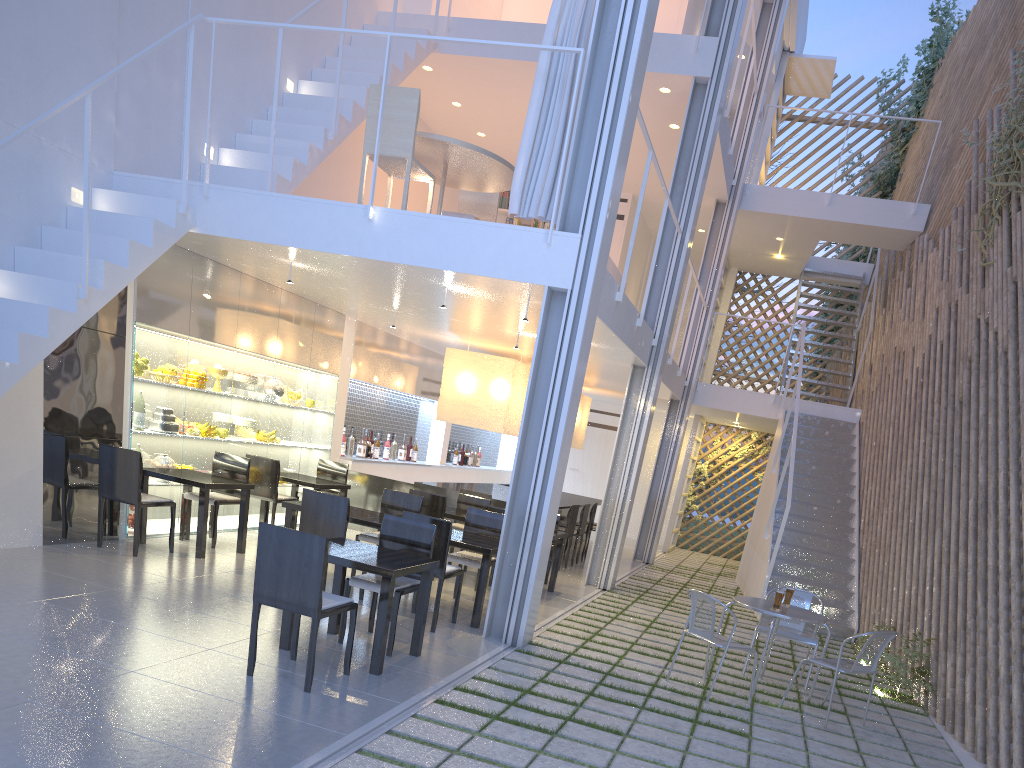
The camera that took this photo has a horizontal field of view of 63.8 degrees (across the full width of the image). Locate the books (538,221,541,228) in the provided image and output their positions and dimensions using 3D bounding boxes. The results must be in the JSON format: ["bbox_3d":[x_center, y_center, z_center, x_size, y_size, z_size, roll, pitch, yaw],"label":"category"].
[{"bbox_3d":[-0.651,-0.624,5.033,0.022,1.785,3.493,18,4,27],"label":"books"}]

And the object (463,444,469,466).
[{"bbox_3d":[-0.414,0.640,7.445,0.045,0.217,0.043,14,16,15],"label":"object"}]

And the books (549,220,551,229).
[{"bbox_3d":[-0.639,-0.626,5.015,0.029,1.794,3.556,19,4,29],"label":"books"}]

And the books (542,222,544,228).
[{"bbox_3d":[0.244,-1.167,6.312,0.008,0.143,0.091,15,11,18],"label":"books"}]

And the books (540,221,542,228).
[{"bbox_3d":[-0.659,-0.623,5.034,0.022,1.781,3.504,19,4,27],"label":"books"}]

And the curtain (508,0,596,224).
[{"bbox_3d":[0.158,-1.806,2.494,0.508,2.577,0.090,13,16,9],"label":"curtain"}]

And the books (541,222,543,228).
[{"bbox_3d":[-0.648,-0.624,5.032,0.022,1.786,3.501,19,4,27],"label":"books"}]

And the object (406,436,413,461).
[{"bbox_3d":[-0.783,0.497,6.302,0.044,0.206,0.042,12,15,7],"label":"object"}]

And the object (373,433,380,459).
[{"bbox_3d":[-1.286,0.230,4.625,0.057,0.308,2.378,16,-2,19],"label":"object"}]

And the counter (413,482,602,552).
[{"bbox_3d":[0.113,1.017,6.194,0.796,0.393,2.462,11,-3,18],"label":"counter"}]

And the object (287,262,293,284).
[{"bbox_3d":[-0.896,-0.450,3.328,0.028,0.084,0.028,17,16,26],"label":"object"}]

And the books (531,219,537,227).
[{"bbox_3d":[0.161,-1.186,6.338,0.015,0.151,0.075,15,13,18],"label":"books"}]

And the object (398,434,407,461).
[{"bbox_3d":[-0.813,0.476,6.142,0.045,0.216,0.044,15,16,17],"label":"object"}]

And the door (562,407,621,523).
[{"bbox_3d":[-0.500,0.455,6.032,0.456,1.245,5.496,18,1,30],"label":"door"}]

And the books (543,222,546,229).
[{"bbox_3d":[-0.662,-0.618,5.028,0.024,1.768,3.534,19,4,28],"label":"books"}]

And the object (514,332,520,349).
[{"bbox_3d":[0.029,-0.217,4.099,0.028,0.084,0.028,17,16,26],"label":"object"}]

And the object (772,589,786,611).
[{"bbox_3d":[0.969,0.786,2.991,0.032,0.082,0.028,3,16,-28],"label":"object"}]

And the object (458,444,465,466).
[{"bbox_3d":[-0.443,0.630,7.304,0.044,0.206,0.042,12,15,7],"label":"object"}]

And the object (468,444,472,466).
[{"bbox_3d":[-0.392,0.651,7.526,0.045,0.216,0.044,15,16,17],"label":"object"}]

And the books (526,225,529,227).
[{"bbox_3d":[0.112,-1.173,6.363,0.039,0.108,0.060,14,12,17],"label":"books"}]

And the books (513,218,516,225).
[{"bbox_3d":[-0.762,-0.655,5.030,0.035,1.724,3.511,17,3,24],"label":"books"}]

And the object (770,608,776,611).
[{"bbox_3d":[-0.309,0.390,3.327,2.797,0.429,0.035,10,16,16],"label":"object"}]

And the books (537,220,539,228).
[{"bbox_3d":[0.208,-1.183,6.324,0.011,0.163,0.078,15,13,18],"label":"books"}]

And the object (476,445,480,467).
[{"bbox_3d":[-0.330,0.673,7.700,0.046,0.216,0.043,0,18,-31],"label":"object"}]

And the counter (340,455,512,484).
[{"bbox_3d":[-0.629,0.901,6.995,0.227,0.455,3.555,14,-2,18],"label":"counter"}]

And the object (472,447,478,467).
[{"bbox_3d":[-0.341,0.676,7.643,0.045,0.199,0.042,14,16,15],"label":"object"}]

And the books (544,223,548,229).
[{"bbox_3d":[-0.627,-0.625,4.998,0.033,1.731,3.561,18,4,27],"label":"books"}]

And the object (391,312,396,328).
[{"bbox_3d":[-0.608,-0.332,4.250,0.028,0.084,0.028,17,16,26],"label":"object"}]

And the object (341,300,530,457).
[{"bbox_3d":[-0.563,0.067,4.218,1.644,0.867,1.790,11,0,14],"label":"object"}]

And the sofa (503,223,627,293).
[{"bbox_3d":[0.290,-0.530,4.625,0.489,0.388,0.961,12,0,17],"label":"sofa"}]

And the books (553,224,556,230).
[{"bbox_3d":[-0.620,-0.622,4.993,0.035,1.736,3.597,19,4,29],"label":"books"}]

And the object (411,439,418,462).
[{"bbox_3d":[-0.749,0.514,6.365,0.043,0.193,0.037,6,16,-13],"label":"object"}]

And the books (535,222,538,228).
[{"bbox_3d":[-0.683,-0.618,5.041,0.029,1.759,3.502,18,4,27],"label":"books"}]

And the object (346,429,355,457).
[{"bbox_3d":[-1.330,0.218,4.552,0.044,0.304,1.833,16,-1,20],"label":"object"}]

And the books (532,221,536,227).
[{"bbox_3d":[-0.690,-0.638,4.995,0.118,1.730,3.577,18,3,26],"label":"books"}]

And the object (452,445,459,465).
[{"bbox_3d":[-0.490,0.622,7.211,0.043,0.193,0.037,6,16,-13],"label":"object"}]

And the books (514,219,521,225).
[{"bbox_3d":[-0.772,-0.636,5.044,0.029,1.760,3.507,17,3,25],"label":"books"}]

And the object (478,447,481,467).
[{"bbox_3d":[-0.312,0.689,7.761,0.042,0.198,0.041,18,17,27],"label":"object"}]

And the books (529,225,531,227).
[{"bbox_3d":[0.133,-1.169,6.358,0.039,0.108,0.060,14,12,17],"label":"books"}]

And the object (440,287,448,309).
[{"bbox_3d":[-0.259,-0.335,3.178,0.028,0.084,0.028,17,16,26],"label":"object"}]

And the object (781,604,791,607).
[{"bbox_3d":[-0.252,0.391,3.428,2.843,0.465,0.057,10,16,14],"label":"object"}]

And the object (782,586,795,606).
[{"bbox_3d":[1.062,0.815,3.160,0.032,0.082,0.028,3,16,-28],"label":"object"}]

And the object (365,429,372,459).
[{"bbox_3d":[-1.271,0.236,4.652,0.103,0.304,2.032,15,-2,20],"label":"object"}]

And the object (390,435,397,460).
[{"bbox_3d":[-0.866,0.466,6.030,0.046,0.199,0.041,2,17,-26],"label":"object"}]

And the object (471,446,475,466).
[{"bbox_3d":[-0.372,0.667,7.595,0.046,0.199,0.041,2,17,-27],"label":"object"}]

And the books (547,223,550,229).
[{"bbox_3d":[-0.623,-0.643,5.000,0.028,1.698,3.554,19,4,28],"label":"books"}]

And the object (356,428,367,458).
[{"bbox_3d":[-1.285,0.231,4.608,0.045,0.304,1.952,15,-2,19],"label":"object"}]

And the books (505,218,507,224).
[{"bbox_3d":[-0.808,-0.654,5.046,0.077,1.729,3.488,17,2,22],"label":"books"}]

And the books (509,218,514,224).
[{"bbox_3d":[-0.778,-0.641,5.027,0.038,1.754,3.527,17,3,23],"label":"books"}]

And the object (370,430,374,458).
[{"bbox_3d":[-1.286,0.237,4.700,0.065,0.304,2.098,15,-2,19],"label":"object"}]

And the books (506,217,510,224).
[{"bbox_3d":[-0.768,-0.654,5.048,0.026,1.720,3.465,17,3,23],"label":"books"}]

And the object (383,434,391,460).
[{"bbox_3d":[-0.895,0.452,5.911,0.043,0.198,0.040,15,16,16],"label":"object"}]
